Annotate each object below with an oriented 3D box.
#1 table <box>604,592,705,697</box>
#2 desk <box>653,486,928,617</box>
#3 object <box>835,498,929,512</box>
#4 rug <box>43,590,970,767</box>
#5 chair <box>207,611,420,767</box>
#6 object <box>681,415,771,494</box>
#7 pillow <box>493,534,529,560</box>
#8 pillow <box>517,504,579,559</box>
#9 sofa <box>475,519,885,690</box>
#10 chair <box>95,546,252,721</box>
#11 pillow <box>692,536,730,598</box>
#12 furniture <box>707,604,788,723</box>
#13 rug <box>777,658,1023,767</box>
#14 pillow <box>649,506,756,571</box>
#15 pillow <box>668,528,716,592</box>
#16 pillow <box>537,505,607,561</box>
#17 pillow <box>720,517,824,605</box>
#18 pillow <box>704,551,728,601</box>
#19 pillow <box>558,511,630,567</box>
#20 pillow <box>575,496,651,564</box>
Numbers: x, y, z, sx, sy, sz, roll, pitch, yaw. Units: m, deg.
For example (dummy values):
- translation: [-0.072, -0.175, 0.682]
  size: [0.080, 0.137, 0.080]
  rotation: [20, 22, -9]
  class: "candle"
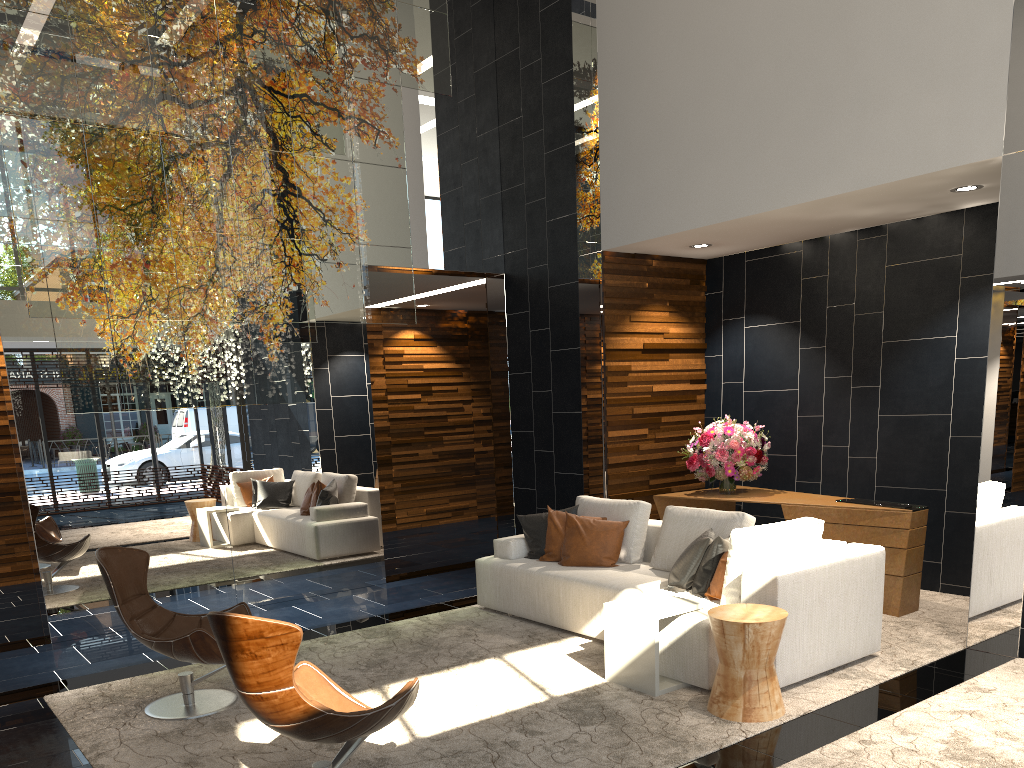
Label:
- translation: [0.809, 1.467, 4.903]
  size: [0.393, 0.481, 0.394]
  rotation: [-8, 8, -36]
  class: "table"
- translation: [2.315, 1.301, 7.060]
  size: [0.975, 0.772, 2.217]
  rotation: [-6, 2, -37]
  class: "desk"
- translation: [2.737, 0.887, 6.362]
  size: [0.239, 0.027, 0.699]
  rotation: [-2, -1, -27]
  class: "object"
- translation: [0.512, 1.733, 5.614]
  size: [5.822, 0.006, 3.175]
  rotation: [-2, -1, -36]
  class: "rug"
- translation: [-0.747, 1.274, 3.451]
  size: [0.675, 0.961, 0.763]
  rotation: [0, 7, 21]
  class: "chair"
- translation: [1.853, 0.603, 7.400]
  size: [0.653, 0.699, 0.677]
  rotation: [3, 8, 44]
  class: "object"
- translation: [0.146, 1.259, 6.802]
  size: [0.614, 0.156, 0.237]
  rotation: [-2, 2, -41]
  class: "pillow"
- translation: [0.299, 1.124, 6.555]
  size: [0.554, 0.430, 0.245]
  rotation: [-2, 9, 11]
  class: "pillow"
- translation: [0.857, 1.367, 5.876]
  size: [1.273, 0.704, 2.817]
  rotation: [-4, 1, -37]
  class: "sofa"
- translation: [-1.827, 1.344, 4.734]
  size: [0.787, 0.962, 0.653]
  rotation: [-4, 8, -9]
  class: "chair"
- translation: [1.248, 1.094, 5.269]
  size: [0.255, 0.427, 0.539]
  rotation: [1, 5, 21]
  class: "pillow"
- translation: [1.195, 1.414, 4.393]
  size: [0.392, 0.539, 0.379]
  rotation: [-3, 8, -2]
  class: "furniture"
- translation: [2.319, 1.609, 3.174]
  size: [3.370, 0.006, 2.308]
  rotation: [-2, -1, -36]
  class: "rug"
- translation: [1.259, 1.051, 5.752]
  size: [0.285, 0.450, 0.710]
  rotation: [-9, 6, -36]
  class: "pillow"
- translation: [1.131, 1.104, 5.407]
  size: [0.299, 0.376, 0.491]
  rotation: [-1, 4, 13]
  class: "pillow"
- translation: [0.448, 1.112, 6.397]
  size: [0.549, 0.446, 0.234]
  rotation: [-1, 9, 18]
  class: "pillow"
- translation: [1.503, 1.021, 4.964]
  size: [0.702, 0.474, 0.213]
  rotation: [-5, 9, -35]
  class: "pillow"
- translation: [1.333, 1.074, 5.085]
  size: [0.511, 0.427, 0.264]
  rotation: [-6, 9, -40]
  class: "pillow"
- translation: [0.575, 1.128, 6.220]
  size: [0.519, 0.427, 0.259]
  rotation: [-1, 8, 24]
  class: "pillow"
- translation: [0.719, 1.080, 6.458]
  size: [0.243, 0.466, 0.710]
  rotation: [-10, 7, -37]
  class: "pillow"
